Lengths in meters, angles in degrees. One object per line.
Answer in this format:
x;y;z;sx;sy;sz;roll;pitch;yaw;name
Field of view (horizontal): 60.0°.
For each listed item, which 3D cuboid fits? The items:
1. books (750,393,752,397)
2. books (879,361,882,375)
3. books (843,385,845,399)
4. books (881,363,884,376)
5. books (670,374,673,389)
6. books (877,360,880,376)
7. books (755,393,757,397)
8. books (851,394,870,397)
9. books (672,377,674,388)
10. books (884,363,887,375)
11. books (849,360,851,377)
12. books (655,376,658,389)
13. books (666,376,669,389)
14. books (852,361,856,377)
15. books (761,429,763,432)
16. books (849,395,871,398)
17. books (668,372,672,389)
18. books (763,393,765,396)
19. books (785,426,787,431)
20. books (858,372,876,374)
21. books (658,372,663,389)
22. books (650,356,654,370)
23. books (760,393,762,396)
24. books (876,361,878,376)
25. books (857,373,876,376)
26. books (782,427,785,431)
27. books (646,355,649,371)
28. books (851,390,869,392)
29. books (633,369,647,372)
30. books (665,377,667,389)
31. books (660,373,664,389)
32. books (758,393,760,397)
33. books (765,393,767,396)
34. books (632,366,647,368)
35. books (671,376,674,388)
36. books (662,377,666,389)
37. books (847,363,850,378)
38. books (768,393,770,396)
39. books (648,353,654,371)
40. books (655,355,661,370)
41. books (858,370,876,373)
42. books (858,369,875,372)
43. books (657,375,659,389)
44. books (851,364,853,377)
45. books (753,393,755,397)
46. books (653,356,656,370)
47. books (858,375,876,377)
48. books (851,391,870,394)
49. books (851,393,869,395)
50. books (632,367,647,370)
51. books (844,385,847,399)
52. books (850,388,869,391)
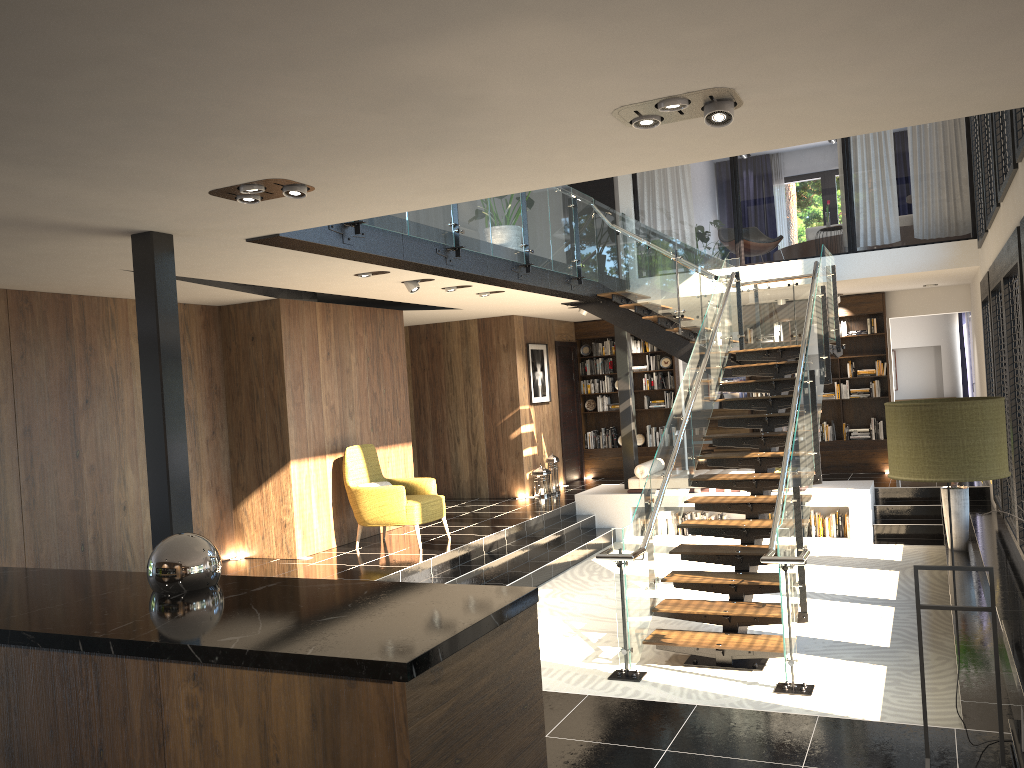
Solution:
3.820;0.197;14.134;0.025;0.227;0.156;-4;0;25;books
5.539;-0.238;13.313;0.023;0.225;0.146;-4;0;25;books
5.059;0.115;13.500;0.029;0.214;0.149;-4;0;25;books
5.549;-0.221;13.277;0.023;0.189;0.197;-4;0;25;books
2.639;-0.050;14.631;0.018;0.246;0.144;-4;0;25;books
5.508;-0.243;13.308;0.028;0.240;0.187;-4;0;25;books
3.883;0.207;14.071;0.028;0.199;0.175;-4;0;25;books
5.266;0.171;13.410;0.274;0.022;0.156;-4;0;22;books
2.671;-0.027;14.591;0.026;0.196;0.170;-4;0;25;books
5.583;-0.226;13.262;0.051;0.194;0.192;-4;0;25;books
5.149;-0.229;13.490;0.023;0.261;0.146;-4;0;25;books
2.410;-0.021;14.720;0.027;0.219;0.139;-4;0;25;books
2.583;-0.027;14.637;0.020;0.209;0.147;-4;0;25;books
5.202;-0.224;13.482;0.025;0.243;0.119;-4;0;25;books
3.974;0.763;14.045;0.028;0.340;0.203;-4;0;25;books
5.263;0.195;13.400;0.288;0.026;0.175;-4;0;29;books
2.613;-0.064;14.618;0.016;0.278;0.201;-4;0;25;books
4.001;0.199;14.022;0.024;0.197;0.172;-4;0;25;books
4.314;0.755;13.921;0.031;0.310;0.169;-4;0;25;books
5.360;-0.166;13.397;0.259;0.020;0.167;-4;0;23;books
2.467;-0.053;14.700;0.037;0.277;0.179;-4;0;25;books
2.357;-0.345;14.778;0.025;0.235;0.232;-4;0;25;books
3.958;0.198;14.051;0.022;0.207;0.130;-4;0;25;books
5.488;-0.231;13.327;0.026;0.219;0.156;-4;0;25;books
5.363;-0.145;13.402;0.272;0.021;0.156;-4;0;24;books
4.279;0.770;13.918;0.031;0.284;0.177;-4;0;25;books
2.297;-0.355;14.822;0.023;0.264;0.218;-4;0;25;books
5.261;0.106;13.407;0.260;0.021;0.167;-4;0;23;books
2.170;-0.230;14.917;0.239;0.033;0.176;-4;0;22;books
2.571;-0.017;14.664;0.026;0.190;0.121;-4;0;25;books
2.488;-0.048;14.683;0.016;0.262;0.155;-4;0;25;books
3.928;0.174;14.050;0.029;0.258;0.181;-4;0;25;books
4.024;0.160;14.014;0.029;0.272;0.152;-4;0;25;books
2.165;-0.287;14.913;0.264;0.021;0.189;-4;0;23;books
2.656;-0.028;14.616;0.023;0.200;0.120;-4;0;25;books
2.536;-0.018;14.690;0.060;0.196;0.119;-4;0;25;books
5.131;-0.207;13.502;0.024;0.219;0.174;-4;0;25;books
4.077;0.196;13.999;0.033;0.193;0.172;-4;0;25;books
2.322;-0.368;14.792;0.049;0.286;0.259;-4;0;25;books
2.427;-0.357;14.748;0.035;0.251;0.196;-4;0;25;books
5.358;-0.186;13.395;0.260;0.020;0.167;-4;0;23;books
5.362;-0.207;13.408;0.246;0.021;0.148;-4;0;25;books
2.444;-0.033;14.730;0.030;0.239;0.146;-4;0;25;books
5.167;-0.198;13.465;0.026;0.196;0.147;-4;0;25;books
3.856;0.167;14.084;0.028;0.282;0.168;-4;0;25;books
2.397;-0.349;14.779;0.047;0.238;0.225;-4;0;25;books
5.364;-0.124;13.401;0.266;0.021;0.156;-4;0;23;books
5.263;0.128;13.409;0.268;0.022;0.156;-4;0;21;books
5.269;0.149;13.419;0.247;0.022;0.148;-4;0;26;books
2.163;-0.261;14.905;0.266;0.030;0.209;-4;0;26;books
5.077;0.116;13.471;0.026;0.209;0.184;-4;0;25;books
5.262;0.085;13.413;0.272;0.022;0.156;-4;0;24;books
